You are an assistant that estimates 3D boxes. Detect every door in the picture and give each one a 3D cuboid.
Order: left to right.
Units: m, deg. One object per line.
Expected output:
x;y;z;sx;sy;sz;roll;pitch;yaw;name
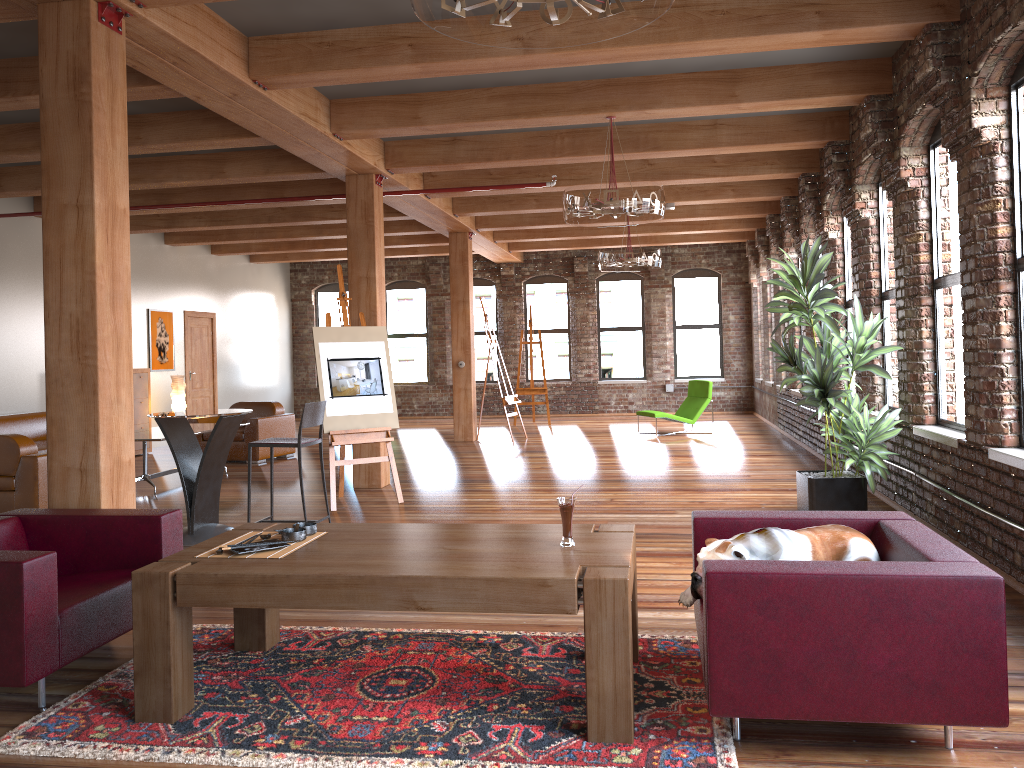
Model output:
-5.262;-0.151;14.829;0.226;2.121;1.030;-2;0;9;door

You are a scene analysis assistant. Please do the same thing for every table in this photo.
-3.641;0.775;9.414;0.939;0.560;1.872;-1;2;9;table
-2.251;0.668;6.443;0.721;0.925;0.722;-1;0;34;table
-0.407;0.903;3.436;1.750;0.550;0.901;-1;1;9;table

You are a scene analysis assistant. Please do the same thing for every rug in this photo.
-0.446;1.176;3.433;2.461;0.009;1.344;-1;2;9;rug

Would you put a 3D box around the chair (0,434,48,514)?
-4.262;0.769;7.599;1.063;0.735;0.831;-1;1;9;chair

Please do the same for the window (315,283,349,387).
-3.647;-1.025;18.579;0.968;2.170;0.086;-2;-1;9;window

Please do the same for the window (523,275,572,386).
0.712;-1.086;17.802;0.968;2.228;0.221;-2;-1;9;window

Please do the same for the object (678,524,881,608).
0.996;0.670;3.269;0.755;0.297;0.364;-2;1;-19;object

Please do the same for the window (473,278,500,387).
-0.735;-1.055;18.037;0.968;2.228;0.221;-2;-1;9;window

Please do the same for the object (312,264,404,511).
-1.418;-0.021;7.903;0.702;2.141;0.684;-1;0;-31;object

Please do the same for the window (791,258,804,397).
3.834;-0.962;11.690;0.230;2.216;0.968;-2;0;9;window

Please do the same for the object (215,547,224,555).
-1.109;0.636;3.362;0.018;0.021;0.059;-2;2;-4;object

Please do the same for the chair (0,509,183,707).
-2.057;0.913;3.724;0.865;0.593;1.071;-1;1;9;chair

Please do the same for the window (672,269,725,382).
3.631;-1.153;17.329;0.968;2.219;0.218;-2;-1;9;window

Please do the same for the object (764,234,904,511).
2.439;-0.063;6.714;0.966;2.104;1.080;-2;0;22;object

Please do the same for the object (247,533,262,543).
-1.056;0.633;3.615;0.007;0.008;0.270;-2;2;-1;object

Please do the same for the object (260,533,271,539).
-1.005;0.619;3.641;0.045;0.030;0.153;-2;2;-6;object

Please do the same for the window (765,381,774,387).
4.306;-1.077;14.584;0.231;2.216;0.968;-2;0;9;window

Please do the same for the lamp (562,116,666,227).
0.792;-1.699;6.981;0.810;0.815;0.809;-2;1;-38;lamp

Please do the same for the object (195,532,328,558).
-0.986;0.638;3.536;0.352;0.001;0.469;-1;2;9;object

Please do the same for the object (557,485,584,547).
0.216;0.498;3.360;0.095;0.232;0.076;-2;0;42;object

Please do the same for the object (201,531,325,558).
-0.987;0.638;3.537;0.332;0.003;0.471;-1;2;9;object

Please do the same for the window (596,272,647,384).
2.164;-1.122;17.567;0.968;2.219;0.218;-2;-1;9;window

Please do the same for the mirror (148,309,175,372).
-5.390;-0.669;13.635;0.025;0.952;0.694;-2;0;9;mirror

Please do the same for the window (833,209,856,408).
3.364;-0.848;8.793;0.232;2.216;0.968;-2;0;9;window

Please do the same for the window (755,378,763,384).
4.546;-1.135;16.058;0.232;2.216;0.968;-2;0;9;window

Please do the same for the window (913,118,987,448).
2.895;-0.733;5.896;0.235;2.216;0.968;-2;0;9;window

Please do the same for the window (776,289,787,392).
4.071;-1.019;13.135;0.233;2.216;0.968;-2;0;9;window

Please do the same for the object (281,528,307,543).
-0.880;0.611;3.578;0.099;0.043;0.098;-3;2;-43;object

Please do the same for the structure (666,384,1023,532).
3.527;0.391;10.444;1.633;0.313;13.712;-1;2;2;structure

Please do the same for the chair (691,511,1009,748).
1.112;0.846;3.185;0.865;0.593;1.071;-1;1;9;chair

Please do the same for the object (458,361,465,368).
-0.743;-0.287;12.989;0.095;0.095;0.061;-1;0;9;object

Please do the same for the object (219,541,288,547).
-0.995;0.620;3.436;0.270;0.008;0.007;-2;1;-17;object

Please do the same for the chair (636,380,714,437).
2.449;0.354;13.384;0.956;0.796;0.680;-2;1;-16;chair

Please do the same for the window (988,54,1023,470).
2.660;-0.676;4.450;0.235;2.216;0.968;-2;0;9;window

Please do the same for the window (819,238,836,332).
3.602;-0.905;10.241;0.236;2.216;0.968;-2;0;9;window

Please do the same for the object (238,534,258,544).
-1.080;0.635;3.582;0.007;0.008;0.270;-1;2;5;object

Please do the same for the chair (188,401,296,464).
-3.494;0.612;11.484;1.063;0.735;0.831;-1;1;19;chair

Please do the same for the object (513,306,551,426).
0.349;-0.350;15.896;0.662;2.141;0.684;-2;0;4;object

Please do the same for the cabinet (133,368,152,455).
-5.415;0.406;12.044;0.418;1.209;1.187;-2;1;9;cabinet

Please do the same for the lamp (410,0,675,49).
0.082;-1.526;2.612;0.810;0.815;0.809;-2;1;-40;lamp

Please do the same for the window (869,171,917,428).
3.130;-0.790;7.345;0.235;2.216;0.968;-2;0;9;window

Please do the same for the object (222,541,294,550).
-0.977;0.620;3.414;0.270;0.008;0.007;-2;1;-25;object

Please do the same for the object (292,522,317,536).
-0.864;0.607;3.695;0.098;0.043;0.099;0;2;35;object

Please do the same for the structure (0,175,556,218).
-2.893;-2.045;9.775;6.806;0.112;0.051;-1;0;9;structure

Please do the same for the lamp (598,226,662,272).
1.490;-1.869;11.272;0.810;0.815;0.809;-2;1;-45;lamp

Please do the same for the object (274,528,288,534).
-0.971;0.620;3.727;0.059;0.021;0.018;-3;1;-39;object

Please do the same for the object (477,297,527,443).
-0.227;-0.236;13.099;0.684;2.141;0.662;-2;0;19;object

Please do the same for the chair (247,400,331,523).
-1.569;0.621;6.242;0.466;0.982;0.430;-2;0;9;chair

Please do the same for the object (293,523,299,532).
-0.868;0.585;3.551;0.045;0.080;0.137;-2;1;-25;object

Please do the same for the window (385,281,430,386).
-2.175;-1.056;18.339;0.968;2.170;0.086;-2;-1;9;window

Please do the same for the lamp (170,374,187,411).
-4.853;0.412;12.934;0.271;1.114;0.261;-1;-1;-36;lamp

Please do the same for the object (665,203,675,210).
1.988;-2.260;11.232;0.145;0.072;0.147;-1;2;9;object

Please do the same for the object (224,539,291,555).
-0.982;0.632;3.419;0.213;0.018;0.154;-3;2;-36;object

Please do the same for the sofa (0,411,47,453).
-5.396;0.723;9.802;0.951;0.735;2.414;-1;2;9;sofa
